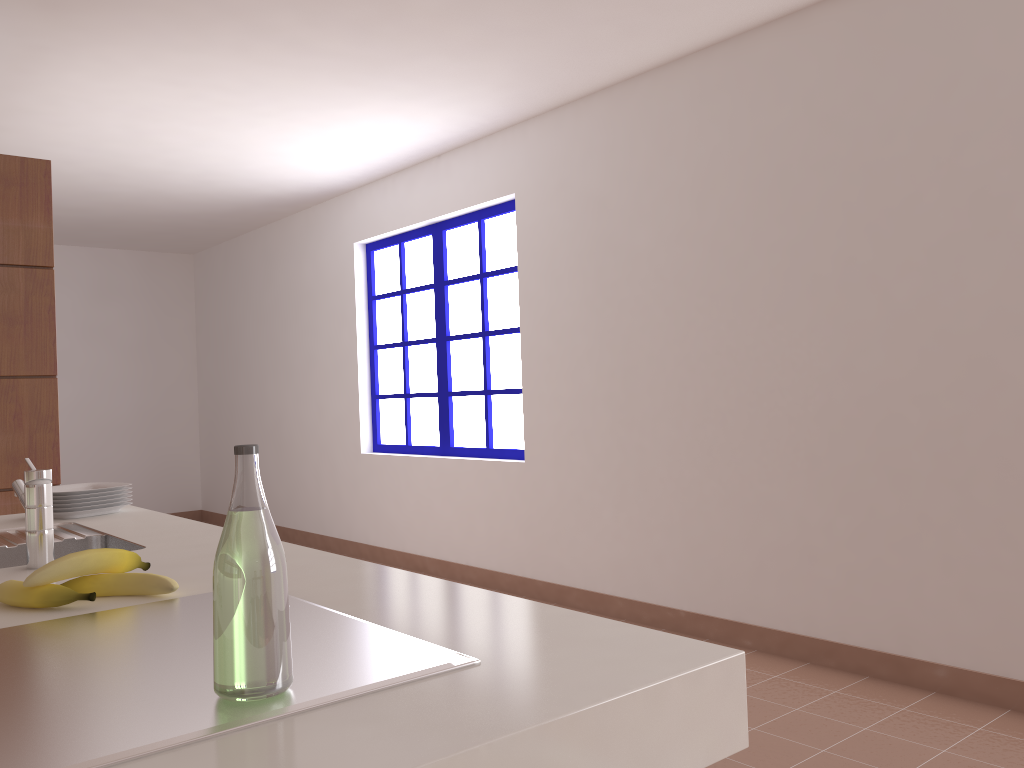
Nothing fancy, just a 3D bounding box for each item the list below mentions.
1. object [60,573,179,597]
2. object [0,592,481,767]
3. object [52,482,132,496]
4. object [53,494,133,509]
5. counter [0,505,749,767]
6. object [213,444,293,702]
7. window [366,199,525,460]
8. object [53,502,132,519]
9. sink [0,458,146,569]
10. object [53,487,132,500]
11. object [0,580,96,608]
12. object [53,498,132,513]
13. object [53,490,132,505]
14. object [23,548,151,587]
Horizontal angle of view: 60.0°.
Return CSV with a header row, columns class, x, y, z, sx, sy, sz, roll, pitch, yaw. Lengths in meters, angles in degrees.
class,x,y,z,sx,sy,sz,roll,pitch,yaw
object,-0.578,0.293,1.297,0.207,0.033,0.060,-2,-1,5
object,-0.397,0.297,0.964,0.493,0.006,0.551,-2,-1,-40
object,-1.140,0.282,2.336,0.228,0.020,0.228,-3,-1,32
object,-1.139,0.312,2.336,0.228,0.020,0.228,-3,-1,32
counter,-0.747,0.719,1.480,0.821,0.800,2.156,-2,-1,-40
object,-0.244,0.172,0.827,0.071,0.230,0.071,-3,-1,32
window,-0.424,-0.274,5.442,0.035,1.430,1.699,-2,-1,-40
object,-1.138,0.333,2.336,0.228,0.020,0.228,-3,-1,32
sink,-1.031,0.328,1.807,0.404,0.368,0.668,-2,-1,-40
object,-1.140,0.292,2.336,0.228,0.020,0.228,-3,-1,32
object,-0.675,0.296,1.251,0.207,0.033,0.060,-3,-1,30
object,-1.139,0.322,2.336,0.228,0.020,0.228,-3,-1,32
object,-1.139,0.302,2.336,0.228,0.020,0.228,-3,-1,32
object,-0.609,0.267,1.303,0.047,0.055,0.207,-2,-1,27
